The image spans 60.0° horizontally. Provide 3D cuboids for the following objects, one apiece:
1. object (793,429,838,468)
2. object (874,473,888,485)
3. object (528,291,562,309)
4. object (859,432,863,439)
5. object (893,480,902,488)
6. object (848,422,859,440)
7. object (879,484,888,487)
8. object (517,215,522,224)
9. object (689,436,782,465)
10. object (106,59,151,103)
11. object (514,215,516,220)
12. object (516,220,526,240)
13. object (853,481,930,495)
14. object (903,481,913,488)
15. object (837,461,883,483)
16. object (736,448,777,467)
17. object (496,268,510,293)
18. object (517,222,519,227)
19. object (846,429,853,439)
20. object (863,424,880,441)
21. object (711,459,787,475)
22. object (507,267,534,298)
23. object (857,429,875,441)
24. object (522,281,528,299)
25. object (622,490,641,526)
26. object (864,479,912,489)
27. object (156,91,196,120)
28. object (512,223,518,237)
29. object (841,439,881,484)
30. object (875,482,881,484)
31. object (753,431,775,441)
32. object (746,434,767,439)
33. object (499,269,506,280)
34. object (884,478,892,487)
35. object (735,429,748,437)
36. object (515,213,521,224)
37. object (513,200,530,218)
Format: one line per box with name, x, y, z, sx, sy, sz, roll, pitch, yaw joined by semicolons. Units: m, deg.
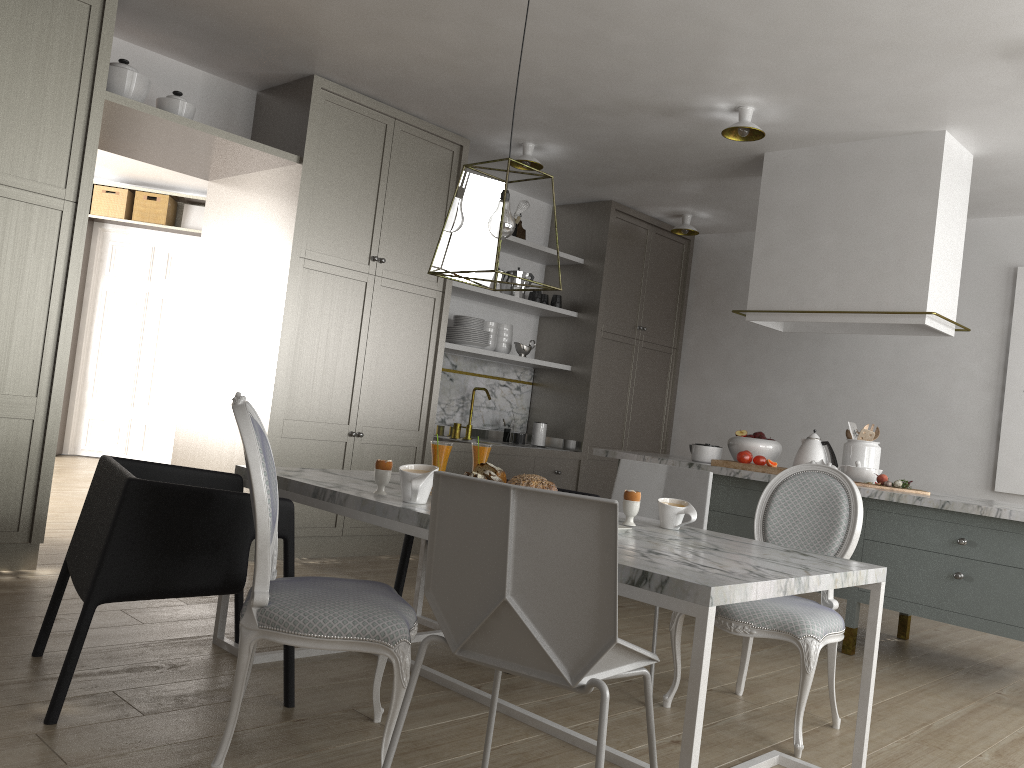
object;1.504;0.344;4.422;0.178;0.236;0.204;7;-2;-10
object;1.693;0.438;4.063;0.050;0.051;0.090;7;-2;7
object;0.208;-0.573;6.075;0.264;0.098;0.173;8;-2;-38
object;1.755;0.364;4.446;0.050;0.247;0.114;9;-2;-41
object;1.717;0.445;3.946;0.035;0.036;0.037;6;-2;32
object;1.733;0.339;4.413;0.064;0.290;0.141;8;-2;-33
object;1.649;0.450;3.959;0.043;0.008;0.059;7;-2;-4
object;0.012;-1.039;5.899;0.106;0.191;0.016;8;-2;-36
object;1.165;0.351;4.667;0.491;0.156;0.364;6;-2;21
object;-1.707;-1.309;3.869;0.241;0.214;0.243;9;-2;-41
object;-0.008;-1.033;5.902;0.023;0.202;0.079;6;-2;24
object;0.054;-1.013;5.966;0.092;0.183;0.038;8;-2;-36
object;1.692;0.468;4.011;0.330;0.012;0.220;7;-2;14
object;1.787;0.455;4.031;0.057;0.039;0.049;5;-2;41
object;1.663;0.422;4.232;0.172;0.110;0.159;7;-2;-1
object;1.192;0.353;4.280;0.194;0.079;0.135;6;-2;33
object;-0.086;-0.658;5.636;0.138;0.167;0.087;5;-2;40
object;0.043;-1.014;5.966;0.092;0.183;0.038;8;-2;-36
object;1.703;0.355;4.394;0.117;0.251;0.061;6;-2;24
object;1.766;0.343;4.445;0.131;0.296;0.056;8;-2;-27
object;1.198;0.407;4.286;0.400;0.030;0.290;6;-2;29
object;0.046;-0.659;5.810;0.175;0.212;0.111;6;-2;15
object;1.699;0.349;4.370;0.054;0.262;0.149;8;-2;-31
object;0.054;-0.630;5.966;0.087;0.167;0.138;8;-2;-22
object;0.338;0.350;2.517;0.050;0.101;0.050;8;-2;-39
object;1.672;0.443;3.982;0.224;0.058;0.116;7;-2;-10
object;-1.537;-1.256;4.050;0.174;0.161;0.176;9;-2;-41
object;-0.025;-0.998;5.869;0.112;0.128;0.112;6;-2;28
object;1.730;0.385;4.402;0.174;0.208;0.174;8;-2;-29
object;1.641;0.446;3.976;0.013;0.017;0.030;8;-2;-38
object;1.311;0.294;4.605;0.071;0.091;0.167;8;-2;-21
object;1.253;0.299;4.592;0.154;0.074;0.135;5;-2;39
object;-0.124;-0.680;5.805;0.175;0.212;0.111;7;-2;-10
object;1.680;0.439;3.961;0.033;0.037;0.034;6;-2;22
object;1.189;0.259;4.602;0.061;0.048;0.054;7;-2;7
object;0.012;-1.034;5.863;0.083;0.201;0.023;7;-2;9
object;0.047;-1.123;5.804;0.135;0.187;0.070;9;-2;-43
